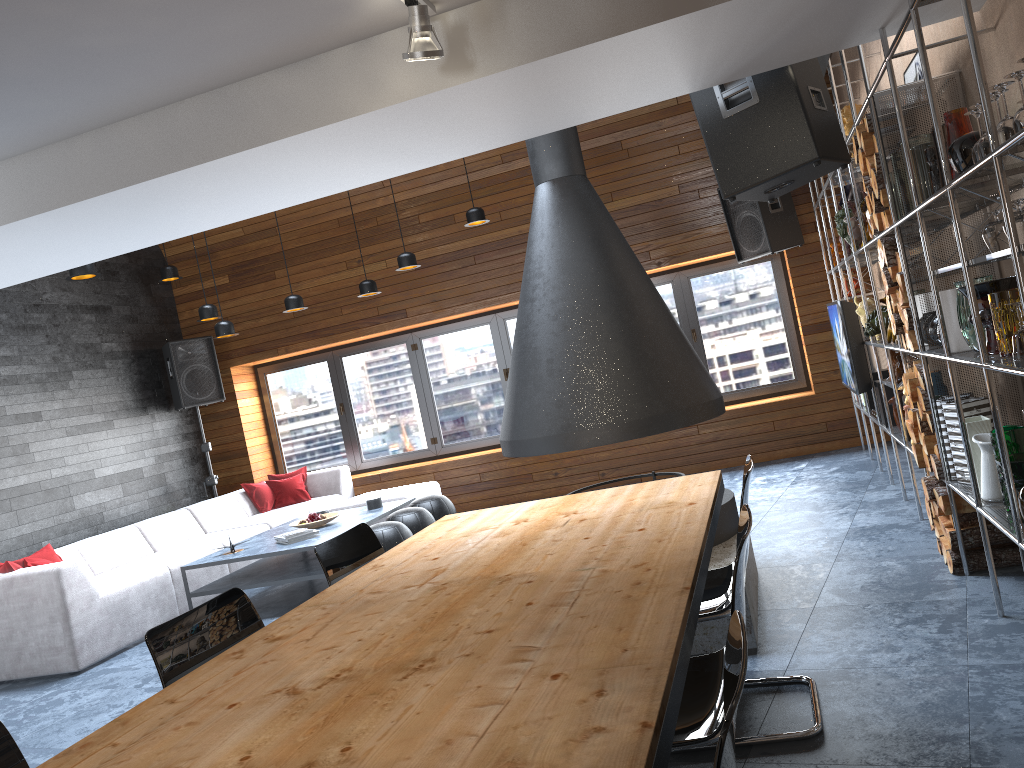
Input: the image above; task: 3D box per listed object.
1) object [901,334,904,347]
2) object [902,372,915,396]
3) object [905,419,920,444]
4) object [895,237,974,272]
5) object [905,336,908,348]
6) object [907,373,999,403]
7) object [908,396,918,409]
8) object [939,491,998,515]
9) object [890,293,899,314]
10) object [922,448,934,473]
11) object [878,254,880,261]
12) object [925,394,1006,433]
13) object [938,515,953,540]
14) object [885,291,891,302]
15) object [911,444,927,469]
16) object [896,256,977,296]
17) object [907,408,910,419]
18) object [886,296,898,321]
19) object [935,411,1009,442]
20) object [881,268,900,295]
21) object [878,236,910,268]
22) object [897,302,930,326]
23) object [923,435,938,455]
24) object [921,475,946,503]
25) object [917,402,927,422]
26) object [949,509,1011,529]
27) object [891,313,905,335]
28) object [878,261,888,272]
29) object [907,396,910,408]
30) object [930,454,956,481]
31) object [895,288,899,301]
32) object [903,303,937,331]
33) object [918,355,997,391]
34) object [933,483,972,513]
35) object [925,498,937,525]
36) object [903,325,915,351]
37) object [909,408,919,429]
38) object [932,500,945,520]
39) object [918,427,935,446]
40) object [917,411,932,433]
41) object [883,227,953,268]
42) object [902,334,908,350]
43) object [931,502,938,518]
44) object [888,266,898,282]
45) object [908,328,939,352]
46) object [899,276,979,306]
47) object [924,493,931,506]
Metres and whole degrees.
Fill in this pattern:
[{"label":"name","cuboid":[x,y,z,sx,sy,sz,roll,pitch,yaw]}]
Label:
[{"label":"object","cuboid":[2.043,-0.250,4.285,0.287,0.112,0.126,-12,1,16]},{"label":"object","cuboid":[2.052,-0.024,4.272,0.299,0.119,0.151,-12,1,18]},{"label":"object","cuboid":[2.090,0.188,4.225,0.374,0.131,0.115,-12,1,11]},{"label":"object","cuboid":[1.866,-0.562,3.919,0.299,0.119,0.151,-12,1,18]},{"label":"object","cuboid":[1.984,-0.239,4.096,0.299,0.114,0.135,-12,1,14]},{"label":"object","cuboid":[1.983,-0.002,4.004,0.362,0.115,0.098,-12,1,15]},{"label":"object","cuboid":[2.056,0.073,4.234,0.290,0.153,0.112,-12,1,13]},{"label":"object","cuboid":[2.059,0.505,3.895,0.331,0.105,0.105,-12,1,13]},{"label":"object","cuboid":[1.948,-0.414,4.133,0.331,0.110,0.101,-12,1,18]},{"label":"object","cuboid":[2.073,0.323,4.102,0.299,0.114,0.135,-12,1,14]},{"label":"object","cuboid":[1.942,-0.638,4.284,0.308,0.107,0.121,-12,1,12]},{"label":"object","cuboid":[1.989,0.130,3.891,0.309,0.121,0.111,-12,1,15]},{"label":"object","cuboid":[2.113,0.621,4.001,0.329,0.135,0.095,-12,1,12]},{"label":"object","cuboid":[1.953,-0.476,4.219,0.329,0.107,0.128,-12,1,16]},{"label":"object","cuboid":[2.111,0.309,4.221,0.362,0.131,0.154,-12,1,16]},{"label":"object","cuboid":[1.859,-0.473,3.890,0.308,0.120,0.097,-12,1,11]},{"label":"object","cuboid":[2.101,0.121,4.307,0.331,0.110,0.107,-12,1,14]},{"label":"object","cuboid":[1.963,-0.384,4.259,0.285,0.143,0.143,-12,1,16]},{"label":"object","cuboid":[2.035,0.185,3.935,0.285,0.143,0.143,-12,1,16]},{"label":"object","cuboid":[1.896,-0.506,4.109,0.321,0.128,0.164,-12,1,15]},{"label":"object","cuboid":[1.870,-0.636,4.114,0.312,0.150,0.140,-12,1,12]},{"label":"object","cuboid":[1.915,-0.356,3.982,0.329,0.135,0.095,-12,1,12]},{"label":"object","cuboid":[2.047,0.251,4.030,0.330,0.098,0.103,-12,1,13]},{"label":"object","cuboid":[2.094,0.471,4.127,0.321,0.128,0.164,-12,1,15]},{"label":"object","cuboid":[2.007,0.096,3.974,0.329,0.107,0.128,-12,1,16]},{"label":"object","cuboid":[2.093,0.552,3.927,0.288,0.135,0.109,-12,1,20]},{"label":"object","cuboid":[1.957,-0.307,4.181,0.312,0.110,0.103,-12,1,12]},{"label":"object","cuboid":[1.936,-0.575,4.187,0.362,0.115,0.098,-12,1,15]},{"label":"object","cuboid":[2.103,0.066,4.324,0.308,0.120,0.097,-12,1,11]},{"label":"object","cuboid":[2.015,0.340,3.912,0.287,0.112,0.126,-12,1,16]},{"label":"object","cuboid":[1.939,-0.425,4.051,0.330,0.098,0.107,-12,1,12]},{"label":"object","cuboid":[1.891,-0.315,3.874,0.321,0.109,0.110,-12,1,17]},{"label":"object","cuboid":[1.953,-0.055,3.906,0.308,0.107,0.121,-12,1,12]},{"label":"object","cuboid":[2.089,0.496,4.020,0.309,0.131,0.099,-12,1,12]},{"label":"object","cuboid":[2.161,0.593,4.278,0.285,0.143,0.143,-12,1,16]},{"label":"object","cuboid":[1.964,-0.238,3.970,0.362,0.131,0.154,-12,1,16]},{"label":"object","cuboid":[2.040,0.134,4.143,0.330,0.098,0.107,-12,1,12]},{"label":"object","cuboid":[2.122,0.556,4.073,0.330,0.098,0.107,-12,1,12]},{"label":"object","cuboid":[2.050,0.211,4.117,0.288,0.118,0.147,-12,1,12]},{"label":"object","cuboid":[2.036,0.149,4.061,0.331,0.110,0.101,-12,1,18]},{"label":"object","cuboid":[1.841,-0.615,4.021,0.289,0.121,0.107,-12,1,17]},{"label":"object","cuboid":[2.016,-0.233,4.201,0.303,0.095,0.087,-12,1,16]},{"label":"object","cuboid":[2.146,0.563,4.151,0.331,0.110,0.101,-12,1,18]},{"label":"object","cuboid":[1.880,-0.538,4.032,0.303,0.090,0.098,-12,1,15]},{"label":"object","cuboid":[1.915,-0.223,3.882,0.330,0.105,0.107,-12,1,13]},{"label":"object","cuboid":[1.879,-0.409,3.887,0.331,0.110,0.107,-12,1,14]},{"label":"object","cuboid":[2.151,0.502,4.237,0.329,0.107,0.128,-12,1,16]}]
